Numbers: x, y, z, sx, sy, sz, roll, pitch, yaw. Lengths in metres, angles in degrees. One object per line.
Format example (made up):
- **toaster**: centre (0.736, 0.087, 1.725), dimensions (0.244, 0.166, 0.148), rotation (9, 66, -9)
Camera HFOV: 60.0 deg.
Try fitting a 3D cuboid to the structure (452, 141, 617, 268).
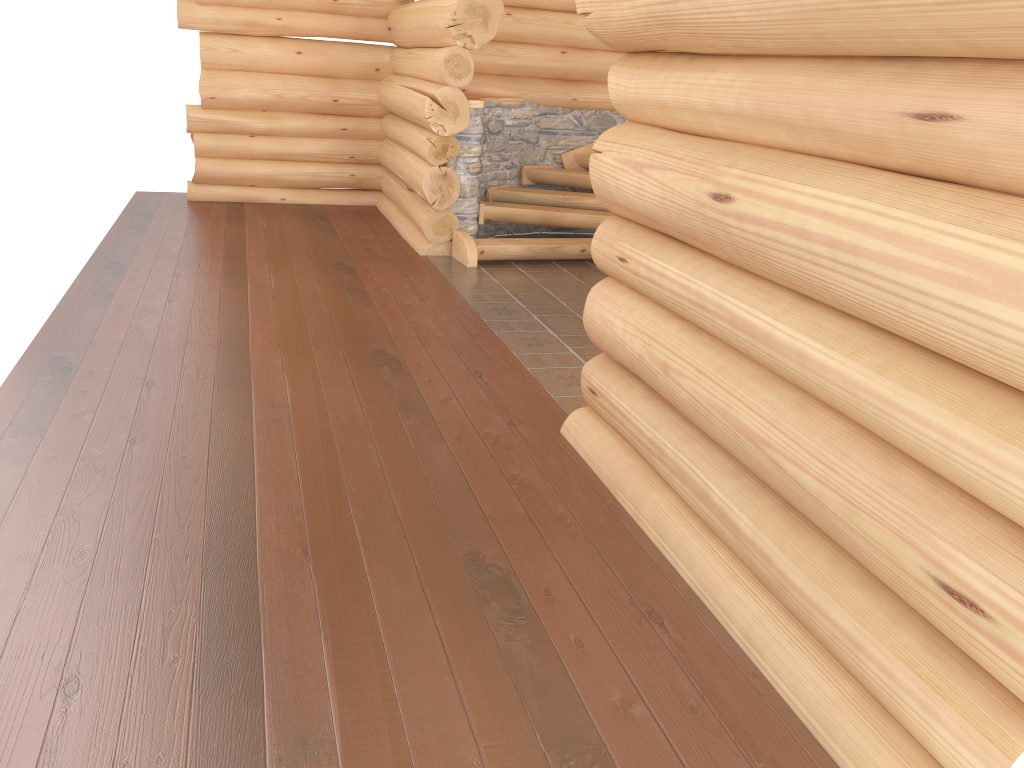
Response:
- **structure**: centre (0.928, -2.331, 9.719), dimensions (3.604, 1.643, 1.951), rotation (-4, 21, -22)
